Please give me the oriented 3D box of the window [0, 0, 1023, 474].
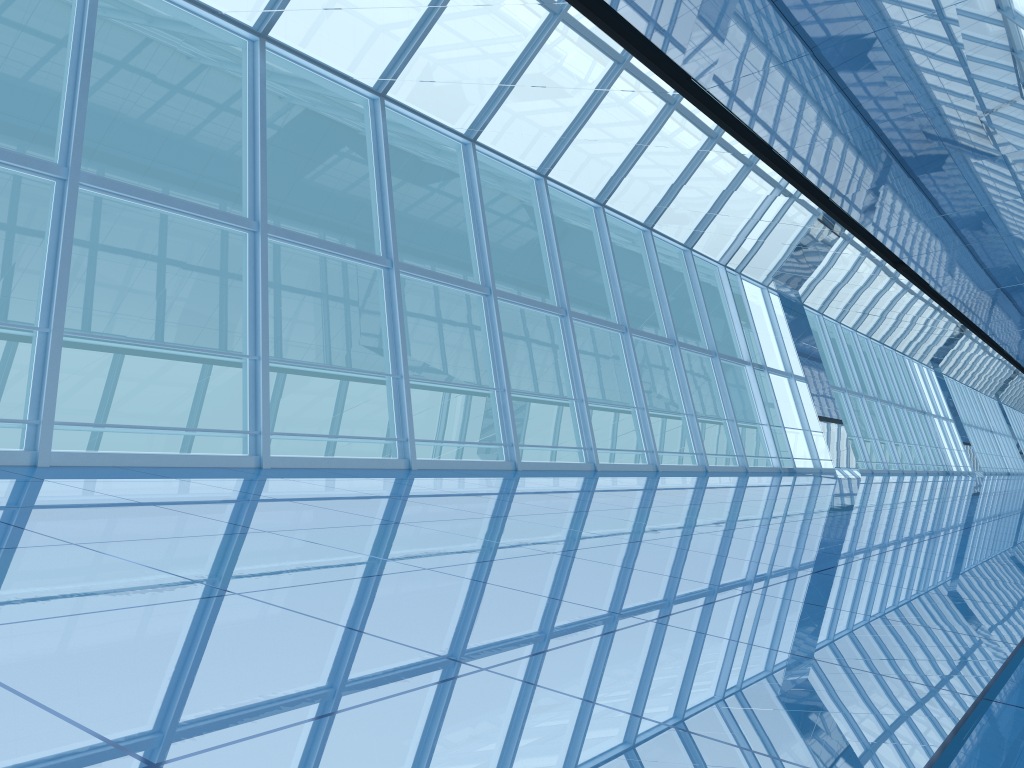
[{"bbox_3d":[25.257,2.061,38.901,9.850,4.987,105.655,1,-4,37],"label":"window"}]
